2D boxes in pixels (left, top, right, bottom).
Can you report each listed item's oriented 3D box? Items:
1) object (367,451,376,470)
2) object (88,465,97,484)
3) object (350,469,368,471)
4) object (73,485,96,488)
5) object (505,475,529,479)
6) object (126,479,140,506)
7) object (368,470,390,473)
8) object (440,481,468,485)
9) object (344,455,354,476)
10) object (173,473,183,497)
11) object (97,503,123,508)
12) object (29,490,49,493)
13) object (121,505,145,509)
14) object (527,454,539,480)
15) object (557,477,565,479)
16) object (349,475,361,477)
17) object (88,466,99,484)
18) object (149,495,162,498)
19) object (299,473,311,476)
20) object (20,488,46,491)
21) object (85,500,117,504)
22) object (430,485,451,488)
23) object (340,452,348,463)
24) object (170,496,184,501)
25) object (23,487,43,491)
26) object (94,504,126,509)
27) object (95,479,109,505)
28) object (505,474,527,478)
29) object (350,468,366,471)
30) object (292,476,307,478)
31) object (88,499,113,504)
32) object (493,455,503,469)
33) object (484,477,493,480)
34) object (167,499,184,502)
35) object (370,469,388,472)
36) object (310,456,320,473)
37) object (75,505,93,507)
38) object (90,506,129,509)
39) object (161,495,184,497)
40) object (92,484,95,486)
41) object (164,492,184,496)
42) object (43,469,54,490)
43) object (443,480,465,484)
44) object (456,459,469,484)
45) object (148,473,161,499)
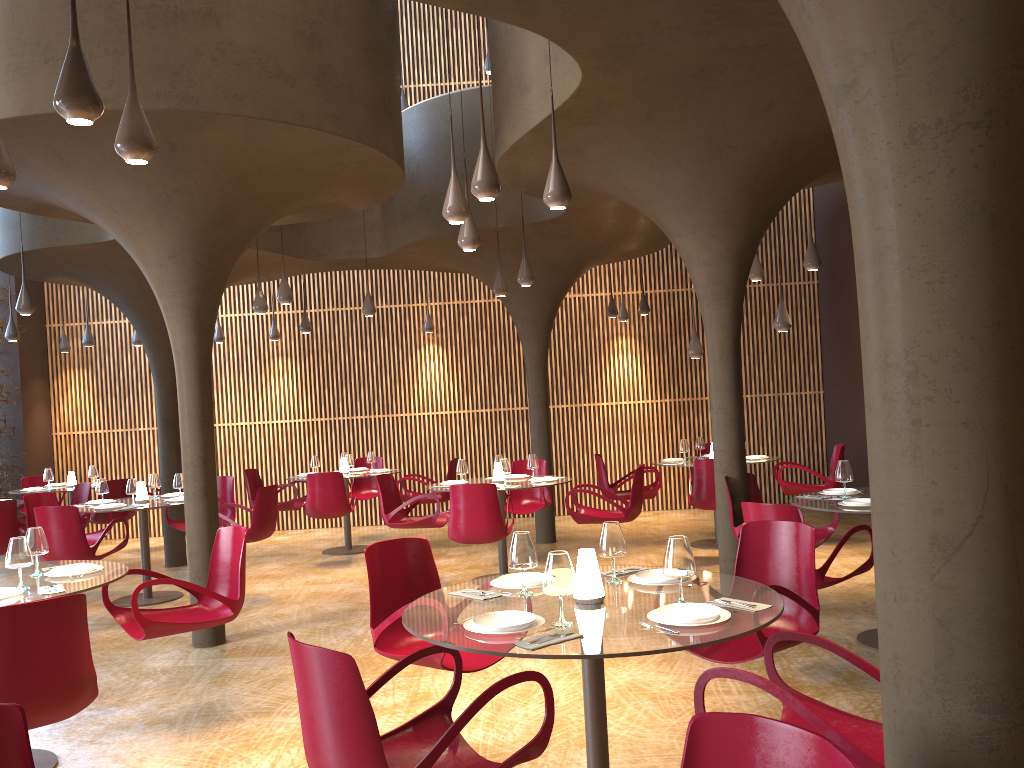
[{"bbox_3d":[-2.082,1.150,13.129,0.142,0.295,0.142,-3,0,44],"label":"object"},{"bbox_3d":[-6.488,1.404,13.730,0.142,0.295,0.142,-3,0,18],"label":"object"},{"bbox_3d":[-2.344,1.309,13.490,0.332,0.014,0.332,-3,-1,-1],"label":"object"},{"bbox_3d":[-6.289,1.516,13.072,0.332,0.014,0.331,-4,-1,19],"label":"object"},{"bbox_3d":[0.046,1.119,10.658,0.331,0.014,0.332,-3,-1,-17],"label":"object"},{"bbox_3d":[-4.187,1.196,9.791,0.142,0.295,0.142,-3,0,-7],"label":"object"},{"bbox_3d":[-1.937,1.275,12.942,0.332,0.014,0.331,-4,-1,24],"label":"object"},{"bbox_3d":[-0.672,1.150,10.261,0.332,0.014,0.331,-4,-1,27],"label":"object"},{"bbox_3d":[-2.315,1.151,12.578,0.142,0.295,0.142,-3,0,-6],"label":"object"},{"bbox_3d":[-3.862,1.189,10.293,0.142,0.295,0.142,-3,0,-25],"label":"object"},{"bbox_3d":[-4.379,1.331,9.670,0.263,0.029,0.263,-3,-1,10],"label":"object"},{"bbox_3d":[-6.842,1.548,12.797,0.261,0.017,0.126,-2,-2,-44],"label":"object"},{"bbox_3d":[-4.093,1.330,9.569,0.126,0.017,0.262,-3,-1,16],"label":"object"},{"bbox_3d":[0.241,0.963,10.255,0.142,0.295,0.142,-3,0,-25],"label":"object"},{"bbox_3d":[0.479,1.096,10.321,0.262,0.017,0.126,-4,-1,21],"label":"object"},{"bbox_3d":[-2.184,1.284,12.374,0.126,0.017,0.262,-3,-1,6],"label":"object"},{"bbox_3d":[-6.281,1.384,13.304,0.142,0.295,0.142,-3,0,-40],"label":"object"},{"bbox_3d":[-4.349,1.370,10.776,0.126,0.017,0.262,-3,-1,12],"label":"object"},{"bbox_3d":[-2.983,1.323,12.975,0.263,0.029,0.263,-4,-1,37],"label":"object"},{"bbox_3d":[-7.039,1.556,13.027,0.331,0.014,0.332,-3,-1,-18],"label":"object"},{"bbox_3d":[-4.775,1.376,10.299,0.332,0.014,0.331,-4,-1,27],"label":"object"},{"bbox_3d":[-0.780,1.157,9.979,0.262,0.017,0.126,-4,-1,18],"label":"object"},{"bbox_3d":[-2.514,1.178,13.323,0.142,0.295,0.142,-3,0,1],"label":"object"},{"bbox_3d":[-3.753,1.306,10.085,0.263,0.029,0.263,-4,-1,25],"label":"object"},{"bbox_3d":[-7.039,1.547,13.027,0.263,0.029,0.263,-3,-1,-12],"label":"object"},{"bbox_3d":[-4.378,1.341,9.670,0.332,0.014,0.332,-3,-1,-6],"label":"object"},{"bbox_3d":[-4.667,1.229,10.096,0.142,0.295,0.142,-3,0,39],"label":"object"},{"bbox_3d":[0.045,1.109,10.658,0.263,0.029,0.263,-3,-1,2],"label":"object"},{"bbox_3d":[-2.345,1.299,13.490,0.263,0.029,0.263,-3,-1,12],"label":"object"},{"bbox_3d":[-3.040,1.337,12.678,0.262,0.017,0.126,-3,-1,8],"label":"object"},{"bbox_3d":[-4.776,1.366,10.299,0.263,0.029,0.263,-3,-1,2],"label":"object"},{"bbox_3d":[-0.151,0.990,10.521,0.142,0.295,0.142,-3,0,33],"label":"object"},{"bbox_3d":[-0.245,1.144,10.738,0.126,0.017,0.262,-3,-1,12],"label":"object"},{"bbox_3d":[-3.752,1.315,10.085,0.332,0.014,0.331,-4,-1,31],"label":"object"},{"bbox_3d":[-1.938,1.265,12.942,0.263,0.029,0.263,-3,-1,-21],"label":"object"},{"bbox_3d":[-2.840,1.184,12.795,0.142,0.295,0.142,-3,0,-27],"label":"object"},{"bbox_3d":[-4.884,1.383,10.017,0.262,0.017,0.126,-4,-1,18],"label":"object"},{"bbox_3d":[-4.383,1.343,9.670,0.411,0.012,0.204,-3,-1,12],"label":"object"},{"bbox_3d":[-4.058,1.345,10.696,0.331,0.014,0.332,-3,-1,-17],"label":"object"},{"bbox_3d":[-6.290,1.507,13.072,0.263,0.029,0.263,-3,-1,-6],"label":"object"},{"bbox_3d":[-4.059,1.335,10.696,0.263,0.029,0.263,-3,-1,2],"label":"object"},{"bbox_3d":[-6.814,1.407,13.032,0.142,0.295,0.142,-3,0,0],"label":"object"},{"bbox_3d":[-0.672,1.140,10.261,0.263,0.029,0.263,-3,-1,8],"label":"object"},{"bbox_3d":[-0.563,1.003,10.058,0.142,0.295,0.142,-3,0,39],"label":"object"},{"bbox_3d":[-4.254,1.216,10.559,0.142,0.295,0.142,-3,0,-12],"label":"object"}]
